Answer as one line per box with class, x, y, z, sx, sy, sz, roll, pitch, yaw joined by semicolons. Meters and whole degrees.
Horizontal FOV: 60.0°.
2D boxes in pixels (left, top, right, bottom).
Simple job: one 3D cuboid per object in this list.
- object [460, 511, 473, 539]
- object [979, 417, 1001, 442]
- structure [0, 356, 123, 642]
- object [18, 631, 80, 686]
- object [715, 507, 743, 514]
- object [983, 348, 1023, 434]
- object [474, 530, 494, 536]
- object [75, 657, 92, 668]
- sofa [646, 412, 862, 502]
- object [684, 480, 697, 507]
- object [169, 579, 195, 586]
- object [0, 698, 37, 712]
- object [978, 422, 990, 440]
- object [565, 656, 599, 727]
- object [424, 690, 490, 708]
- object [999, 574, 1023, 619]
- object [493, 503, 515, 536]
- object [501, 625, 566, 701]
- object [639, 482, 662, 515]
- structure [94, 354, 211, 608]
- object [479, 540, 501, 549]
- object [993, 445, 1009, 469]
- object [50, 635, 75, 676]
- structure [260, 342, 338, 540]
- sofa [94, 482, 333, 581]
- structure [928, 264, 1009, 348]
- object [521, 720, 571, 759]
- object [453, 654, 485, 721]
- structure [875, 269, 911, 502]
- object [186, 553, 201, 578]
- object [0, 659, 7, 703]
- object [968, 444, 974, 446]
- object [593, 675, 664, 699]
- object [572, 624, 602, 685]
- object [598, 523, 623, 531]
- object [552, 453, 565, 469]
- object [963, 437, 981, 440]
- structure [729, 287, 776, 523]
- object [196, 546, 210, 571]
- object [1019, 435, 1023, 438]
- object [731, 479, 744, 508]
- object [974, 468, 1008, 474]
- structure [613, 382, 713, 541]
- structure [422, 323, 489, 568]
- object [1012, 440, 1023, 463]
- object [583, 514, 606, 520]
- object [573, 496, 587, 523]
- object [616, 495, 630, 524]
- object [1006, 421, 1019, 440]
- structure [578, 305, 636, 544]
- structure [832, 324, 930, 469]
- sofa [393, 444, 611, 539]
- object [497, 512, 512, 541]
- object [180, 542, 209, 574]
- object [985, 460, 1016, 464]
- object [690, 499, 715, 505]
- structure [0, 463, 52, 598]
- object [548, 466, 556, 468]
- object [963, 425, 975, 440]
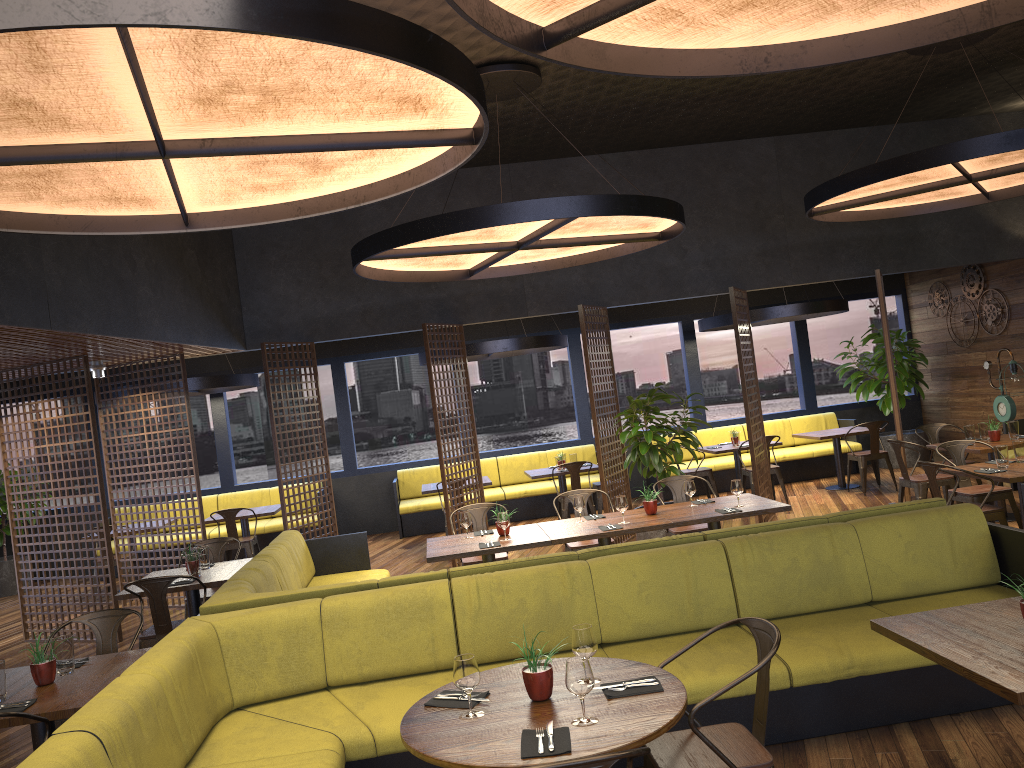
object;-0.358;1.110;6.970;0.097;0.206;0.097;-8;-1;40
object;4.779;0.435;8.811;0.238;0.271;0.260;-7;0;16
structure;-4.425;1.150;8.588;1.319;2.700;0.050;-7;0;25
object;-2.230;1.292;4.219;0.260;0.271;0.238;-7;0;-4
object;1.628;0.950;6.702;0.157;0.019;0.255;-7;0;-5
object;6.348;0.347;11.242;0.459;1.615;0.848;-7;0;-5
object;-0.226;1.189;7.094;0.157;0.019;0.255;-7;0;-5
object;-2.261;1.425;4.516;0.255;0.019;0.157;-7;0;-6
sofa;3.593;1.065;13.271;3.061;0.914;0.966;-7;0;-5
object;1.437;0.883;7.140;0.097;0.206;0.097;-8;-1;40
object;-2.483;1.469;6.574;0.255;0.019;0.157;-7;0;-6
object;-2.234;1.417;3.878;0.255;0.019;0.157;-7;0;-6
object;4.796;0.481;9.006;0.102;0.178;0.102;-7;0;30
object;0.227;1.006;2.909;0.097;0.206;0.097;-7;0;19
object;-0.184;1.155;3.265;0.255;0.019;0.157;-7;0;27
object;1.903;0.759;3.201;0.260;0.271;0.238;-7;0;30
object;-0.087;1.039;6.872;0.238;0.271;0.260;-7;0;16
object;0.076;0.991;3.170;0.238;0.271;0.260;-7;0;16
object;1.073;0.893;6.982;0.238;0.271;0.260;-7;0;16
structure;-3.927;1.095;9.682;1.319;2.700;0.050;-7;0;25
object;-0.167;1.177;6.532;0.157;0.019;0.255;-7;0;-5
object;3.896;0.581;7.055;0.102;0.178;0.102;-7;0;-20
object;-2.206;1.337;4.364;0.102;0.178;0.102;-7;0;-20
structure;-2.276;0.885;9.687;0.050;2.700;0.852;-7;0;25
sofa;-4.174;2.047;12.535;3.061;0.914;0.966;-7;0;-5
structure;6.408;-1.107;12.564;0.058;1.178;1.791;-7;0;-5
object;0.105;1.115;2.798;0.157;0.019;0.255;-7;0;1
object;-0.154;1.056;3.097;0.097;0.206;0.097;-8;-1;36
structure;4.441;0.035;10.323;0.050;2.700;0.852;-7;0;25
object;-2.416;1.381;6.741;0.102;0.178;0.102;-7;0;0
object;-2.343;1.352;4.014;0.102;0.178;0.102;-7;0;-20
object;4.460;0.603;8.844;0.157;0.019;0.255;-7;0;-6
object;0.405;1.080;3.165;0.255;0.019;0.157;-7;0;-3
object;0.273;1.003;3.291;0.097;0.206;0.097;-8;-1;33
object;0.731;1.064;6.617;0.157;0.019;0.255;-7;0;-5
object;0.652;0.981;11.691;0.238;0.271;0.260;-7;0;16
object;4.741;0.569;9.158;0.255;0.019;0.157;-7;0;-6
structure;2.762;0.248;10.164;0.050;2.700;0.852;-7;0;25
object;-2.455;1.389;7.060;0.102;0.178;0.102;-7;0;10
object;5.118;0.519;8.830;0.157;0.019;0.255;-7;0;-6
object;1.737;0.843;6.828;0.097;0.206;0.097;-8;-1;40
object;3.755;0.679;6.988;0.157;0.019;0.255;-7;0;-6
structure;1.553;0.869;9.387;1.166;1.763;0.993;-7;-1;-35
structure;-0.597;0.672;9.846;0.050;2.700;0.852;-7;0;25
object;4.146;0.550;7.229;0.102;0.178;0.102;-7;0;-20
object;0.671;1.075;7.179;0.157;0.019;0.255;-7;0;-5
object;0.539;0.997;7.055;0.097;0.206;0.097;-8;-1;40
object;0.839;0.956;6.743;0.097;0.206;0.097;-8;-1;40
object;4.956;0.459;8.764;0.102;0.178;0.102;-7;0;30
structure;1.082;0.460;10.005;0.050;2.700;0.852;-7;0;25
structure;5.692;0.158;13.321;1.493;2.184;1.272;-7;0;-5
sofa;-0.150;1.538;12.916;3.061;0.914;0.966;-7;0;-5
object;-0.058;1.070;6.658;0.097;0.206;0.097;-8;-1;40
object;-2.476;1.343;6.884;0.260;0.271;0.238;-7;0;-4
object;4.059;0.643;7.343;0.157;0.019;0.255;-7;0;-6
object;1.569;0.962;7.265;0.157;0.019;0.255;-7;0;-5
structure;-6.917;1.967;12.204;1.166;1.763;0.993;-7;-1;-35
object;0.623;1.114;12.018;0.255;0.019;0.157;-7;0;-6
object;4.602;0.505;8.910;0.102;0.178;0.102;-7;0;-20
